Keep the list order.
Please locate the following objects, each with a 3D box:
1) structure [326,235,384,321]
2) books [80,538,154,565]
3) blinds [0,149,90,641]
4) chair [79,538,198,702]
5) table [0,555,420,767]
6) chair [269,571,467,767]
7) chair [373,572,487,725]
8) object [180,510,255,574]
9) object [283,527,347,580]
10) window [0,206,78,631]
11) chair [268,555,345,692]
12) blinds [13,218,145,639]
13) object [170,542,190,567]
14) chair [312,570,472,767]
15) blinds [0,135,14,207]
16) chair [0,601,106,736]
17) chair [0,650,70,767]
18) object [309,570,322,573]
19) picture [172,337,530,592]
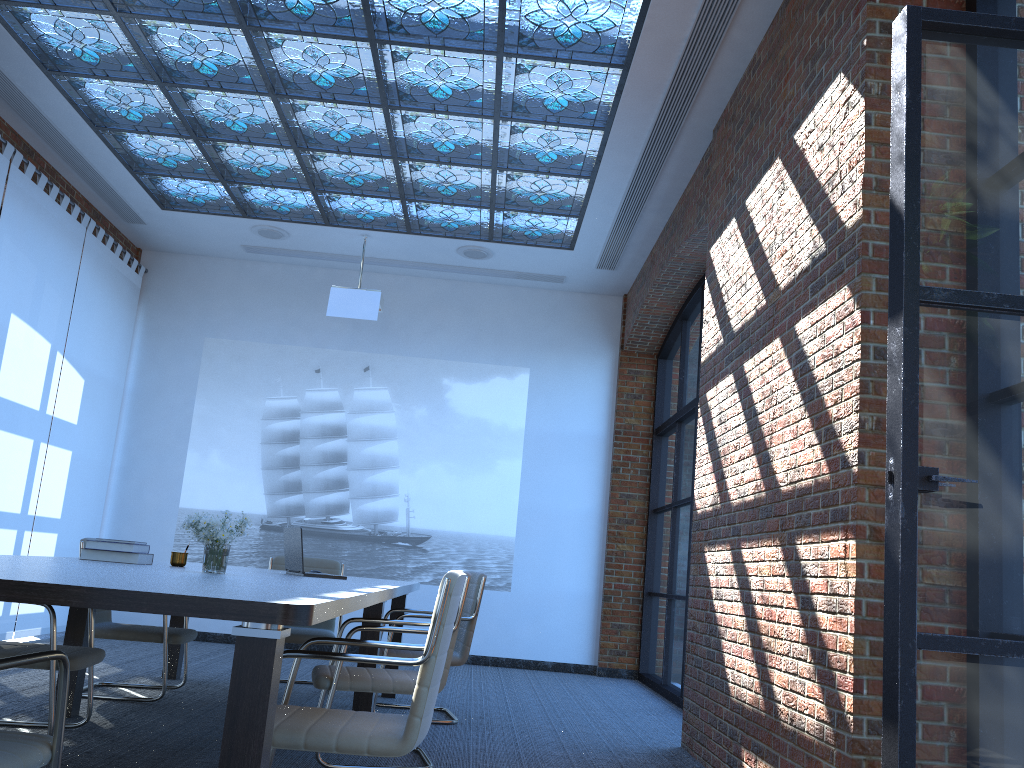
[{"bbox_3d":[-1.442,-0.999,8.403,0.468,0.888,0.394,5,-10,-1],"label":"structure"},{"bbox_3d":[-2.072,0.879,4.661,0.294,0.114,0.256,6,-12,-3],"label":"books"},{"bbox_3d":[-3.988,0.167,7.086,0.039,3.731,1.328,5,-10,-1],"label":"blinds"},{"bbox_3d":[-2.344,1.453,5.520,0.706,0.916,0.564,6,-11,-6],"label":"chair"},{"bbox_3d":[-1.516,1.311,4.248,1.810,0.804,4.536,5,-12,-1],"label":"table"},{"bbox_3d":[-0.547,1.064,2.975,0.706,0.916,0.564,5,-11,-1],"label":"chair"},{"bbox_3d":[-0.567,1.639,5.651,0.707,0.916,0.563,8,-11,-13],"label":"chair"},{"bbox_3d":[-1.429,0.751,4.262,0.329,0.307,0.338,3,-11,9],"label":"object"},{"bbox_3d":[-1.201,1.031,5.398,0.324,0.281,0.392,11,-13,-28],"label":"object"},{"bbox_3d":[-4.430,-0.356,4.331,0.160,3.582,9.691,5,-12,-1],"label":"window"},{"bbox_3d":[-1.522,1.711,6.382,0.560,0.916,0.710,7,-11,-12],"label":"chair"},{"bbox_3d":[-4.045,0.449,8.423,0.039,3.731,1.367,5,-10,-1],"label":"blinds"},{"bbox_3d":[-1.828,0.932,4.873,0.091,0.141,0.092,10,-12,-23],"label":"object"},{"bbox_3d":[-0.605,1.350,4.323,0.707,0.916,0.563,8,-11,-13],"label":"chair"},{"bbox_3d":[-3.932,-0.113,5.765,0.039,3.731,1.324,5,-10,-1],"label":"blinds"},{"bbox_3d":[-2.283,1.151,4.092,0.707,0.916,0.563,7,-11,-8],"label":"chair"},{"bbox_3d":[-1.425,0.790,2.062,0.560,0.916,0.711,5,-11,-1],"label":"chair"},{"bbox_3d":[-1.262,1.217,5.701,0.101,0.034,0.059,10,-12,-21],"label":"object"},{"bbox_3d":[-1.633,0.821,9.237,3.461,2.344,0.024,5,-10,-2],"label":"picture"}]
